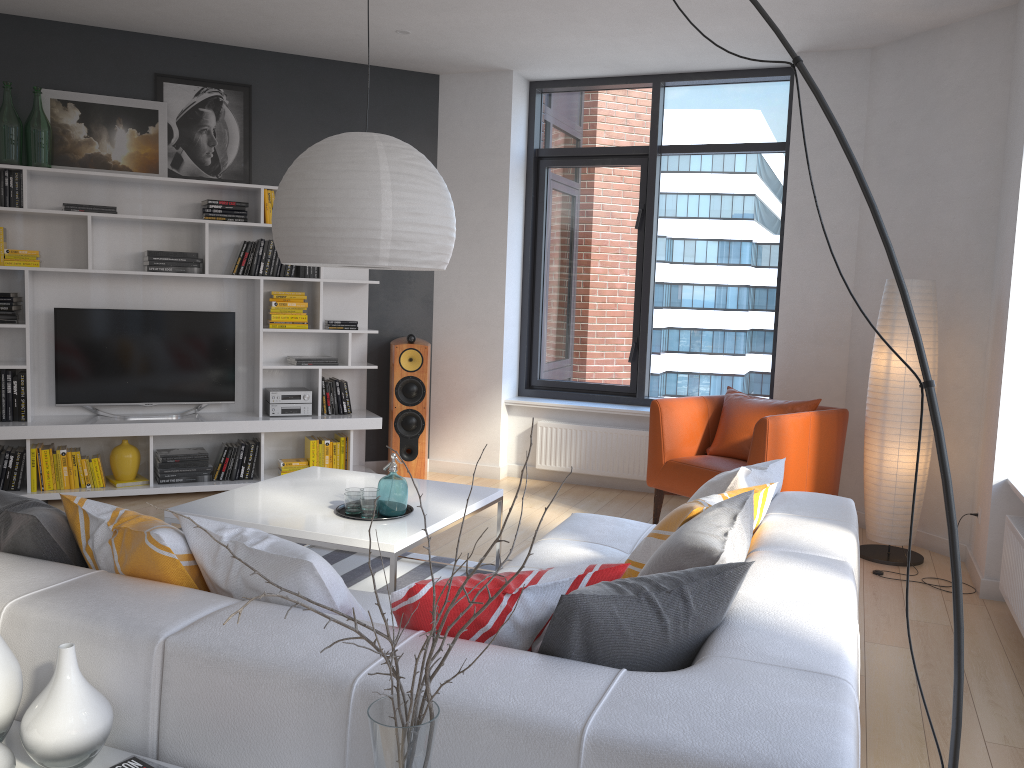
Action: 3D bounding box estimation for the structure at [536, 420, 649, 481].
[{"bbox_3d":[0.881,0.554,6.399,1.474,0.460,0.110,4,6,21],"label":"structure"}]

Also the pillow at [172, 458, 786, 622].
[{"bbox_3d":[0.128,0.488,2.713,2.156,0.456,0.580,-3,8,-43],"label":"pillow"}]

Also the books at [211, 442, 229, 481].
[{"bbox_3d":[-1.981,0.525,6.003,0.104,0.234,0.182,0,6,-24],"label":"books"}]

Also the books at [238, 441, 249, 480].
[{"bbox_3d":[-1.843,0.521,6.061,0.068,0.243,0.179,-1,6,-25],"label":"books"}]

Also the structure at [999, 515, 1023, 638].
[{"bbox_3d":[2.147,0.877,3.643,0.110,0.460,1.015,4,6,21],"label":"structure"}]

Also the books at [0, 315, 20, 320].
[{"bbox_3d":[-3.187,-0.413,5.450,0.270,0.025,0.189,-1,6,-25],"label":"books"}]

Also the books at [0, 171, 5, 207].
[{"bbox_3d":[-3.098,-1.179,5.404,0.021,0.221,0.156,0,6,-24],"label":"books"}]

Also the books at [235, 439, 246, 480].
[{"bbox_3d":[-1.870,0.514,6.055,0.075,0.254,0.192,-1,6,-25],"label":"books"}]

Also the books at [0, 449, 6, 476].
[{"bbox_3d":[-3.155,0.533,5.470,0.069,0.242,0.172,0,6,-23],"label":"books"}]

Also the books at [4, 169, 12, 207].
[{"bbox_3d":[-3.077,-1.186,5.418,0.025,0.232,0.176,0,6,-24],"label":"books"}]

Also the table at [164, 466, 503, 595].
[{"bbox_3d":[-0.755,0.734,4.036,1.091,0.435,1.091,4,6,21],"label":"table"}]

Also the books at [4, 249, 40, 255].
[{"bbox_3d":[-3.029,-0.814,5.490,0.186,0.026,0.138,0,6,-24],"label":"books"}]

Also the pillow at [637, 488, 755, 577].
[{"bbox_3d":[-0.805,0.466,2.578,2.953,0.453,0.647,3,6,9],"label":"pillow"}]

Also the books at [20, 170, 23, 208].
[{"bbox_3d":[-2.998,-1.186,5.441,0.019,0.230,0.174,0,6,-24],"label":"books"}]

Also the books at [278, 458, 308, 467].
[{"bbox_3d":[-1.535,0.548,6.208,0.186,0.026,0.138,0,6,-24],"label":"books"}]

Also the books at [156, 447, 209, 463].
[{"bbox_3d":[-2.214,0.476,5.951,0.310,0.047,0.250,-1,7,-28],"label":"books"}]

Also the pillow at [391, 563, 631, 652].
[{"bbox_3d":[-0.837,0.529,2.238,2.250,0.449,0.575,4,6,18],"label":"pillow"}]

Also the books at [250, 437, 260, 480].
[{"bbox_3d":[-1.780,0.510,6.094,0.066,0.260,0.197,0,6,-24],"label":"books"}]

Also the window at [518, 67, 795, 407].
[{"bbox_3d":[1.028,-1.036,6.560,1.960,2.402,0.170,4,6,21],"label":"window"}]

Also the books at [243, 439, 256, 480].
[{"bbox_3d":[-1.811,0.515,6.080,0.084,0.249,0.191,0,6,-24],"label":"books"}]

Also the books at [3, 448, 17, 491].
[{"bbox_3d":[-3.113,0.529,5.502,0.071,0.243,0.179,-1,6,-25],"label":"books"}]

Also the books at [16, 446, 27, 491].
[{"bbox_3d":[-3.052,0.519,5.541,0.066,0.260,0.197,0,6,-24],"label":"books"}]

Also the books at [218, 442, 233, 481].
[{"bbox_3d":[-1.952,0.525,6.021,0.096,0.234,0.187,0,6,-23],"label":"books"}]

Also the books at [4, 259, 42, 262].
[{"bbox_3d":[-3.025,-0.764,5.488,0.196,0.011,0.148,0,6,-24],"label":"books"}]

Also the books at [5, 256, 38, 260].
[{"bbox_3d":[-3.021,-0.776,5.467,0.169,0.018,0.113,0,6,-23],"label":"books"}]

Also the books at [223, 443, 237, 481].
[{"bbox_3d":[-1.918,0.526,6.021,0.081,0.233,0.169,-1,6,-25],"label":"books"}]

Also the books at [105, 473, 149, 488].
[{"bbox_3d":[-2.516,0.628,5.793,0.204,0.029,0.270,-3,7,-39],"label":"books"}]

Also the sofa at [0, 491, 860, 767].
[{"bbox_3d":[-0.633,0.699,3.056,3.424,0.732,2.614,4,6,21],"label":"sofa"}]

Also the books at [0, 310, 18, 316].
[{"bbox_3d":[-3.200,-0.443,5.461,0.266,0.030,0.209,-1,6,-25],"label":"books"}]

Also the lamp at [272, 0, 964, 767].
[{"bbox_3d":[0.253,-0.116,1.907,0.710,2.647,3.199,-2,7,-33],"label":"lamp"}]

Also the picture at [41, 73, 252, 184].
[{"bbox_3d":[-2.370,-1.689,5.827,1.279,0.707,0.076,0,6,-24],"label":"picture"}]

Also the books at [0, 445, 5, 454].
[{"bbox_3d":[-3.186,0.520,5.486,0.066,0.260,0.197,0,6,-24],"label":"books"}]

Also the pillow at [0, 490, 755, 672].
[{"bbox_3d":[-0.529,0.525,2.126,2.120,0.436,0.608,4,6,17],"label":"pillow"}]

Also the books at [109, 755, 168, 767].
[{"bbox_3d":[-0.616,0.713,1.454,0.300,0.026,0.245,5,6,26],"label":"books"}]

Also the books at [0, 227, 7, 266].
[{"bbox_3d":[-3.126,-0.841,5.446,0.024,0.234,0.172,0,6,-24],"label":"books"}]

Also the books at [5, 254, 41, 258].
[{"bbox_3d":[-3.021,-0.793,5.481,0.187,0.014,0.134,0,6,-24],"label":"books"}]

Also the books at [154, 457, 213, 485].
[{"bbox_3d":[-2.203,0.570,5.942,0.343,0.137,0.277,-1,7,-29],"label":"books"}]

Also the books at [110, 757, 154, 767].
[{"bbox_3d":[-0.625,0.689,1.428,0.238,0.027,0.188,6,7,34],"label":"books"}]

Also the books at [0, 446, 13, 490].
[{"bbox_3d":[-3.142,0.523,5.502,0.075,0.254,0.192,-1,6,-25],"label":"books"}]

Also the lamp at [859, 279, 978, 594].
[{"bbox_3d":[2.149,0.225,4.679,0.502,1.550,0.804,0,6,-19],"label":"lamp"}]

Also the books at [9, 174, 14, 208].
[{"bbox_3d":[-3.053,-1.171,5.425,0.021,0.200,0.147,0,6,-24],"label":"books"}]

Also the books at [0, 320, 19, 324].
[{"bbox_3d":[-3.188,-0.388,5.450,0.263,0.026,0.189,-1,6,-25],"label":"books"}]

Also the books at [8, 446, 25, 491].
[{"bbox_3d":[-3.083,0.524,5.527,0.084,0.249,0.191,0,6,-24],"label":"books"}]

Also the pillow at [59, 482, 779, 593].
[{"bbox_3d":[-0.148,0.512,2.553,2.095,0.440,0.630,0,6,-22],"label":"pillow"}]

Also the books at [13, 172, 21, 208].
[{"bbox_3d":[-3.027,-1.180,5.437,0.038,0.218,0.169,0,6,-24],"label":"books"}]

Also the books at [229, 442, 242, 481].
[{"bbox_3d":[-1.881,0.524,6.023,0.069,0.242,0.172,0,6,-23],"label":"books"}]

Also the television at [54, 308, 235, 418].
[{"bbox_3d":[-2.412,-0.139,5.882,1.102,0.704,0.207,0,6,-24],"label":"television"}]

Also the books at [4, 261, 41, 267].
[{"bbox_3d":[-3.025,-0.741,5.486,0.190,0.033,0.147,0,6,-24],"label":"books"}]
